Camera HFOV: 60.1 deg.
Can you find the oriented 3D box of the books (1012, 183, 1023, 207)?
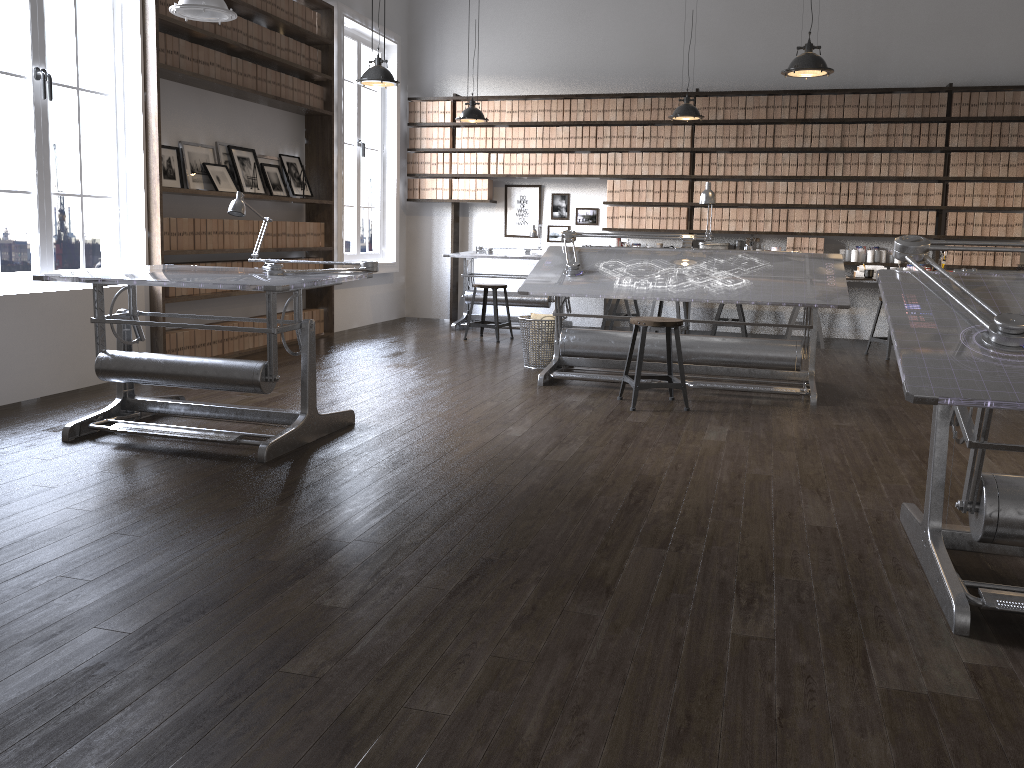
[{"bbox_3d":[4.685,-1.751,8.237,0.067,0.224,0.175,3,8,16],"label":"books"}]

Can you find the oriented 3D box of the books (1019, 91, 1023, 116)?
[{"bbox_3d":[4.687,-2.564,8.145,0.067,0.224,0.175,3,8,16],"label":"books"}]

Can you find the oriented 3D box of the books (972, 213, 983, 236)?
[{"bbox_3d":[4.377,-1.502,8.355,0.067,0.224,0.175,3,8,16],"label":"books"}]

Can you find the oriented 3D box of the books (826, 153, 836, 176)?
[{"bbox_3d":[3.115,-2.133,8.655,0.067,0.224,0.175,3,8,16],"label":"books"}]

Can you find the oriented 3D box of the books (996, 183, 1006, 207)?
[{"bbox_3d":[4.550,-1.762,8.279,0.067,0.224,0.175,3,8,16],"label":"books"}]

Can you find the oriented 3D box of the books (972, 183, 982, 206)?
[{"bbox_3d":[4.360,-1.775,8.330,0.067,0.224,0.175,3,8,16],"label":"books"}]

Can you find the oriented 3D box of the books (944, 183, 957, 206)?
[{"bbox_3d":[4.157,-1.790,8.392,0.067,0.224,0.175,3,8,16],"label":"books"}]

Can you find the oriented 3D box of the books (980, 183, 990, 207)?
[{"bbox_3d":[4.421,-1.771,8.314,0.067,0.224,0.175,3,8,16],"label":"books"}]

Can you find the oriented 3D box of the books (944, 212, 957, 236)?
[{"bbox_3d":[4.167,-1.518,8.419,0.067,0.224,0.175,3,8,16],"label":"books"}]

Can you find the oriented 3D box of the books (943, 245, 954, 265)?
[{"bbox_3d":[4.161,-1.244,8.449,0.067,0.224,0.175,3,8,16],"label":"books"}]

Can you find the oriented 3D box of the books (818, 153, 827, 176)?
[{"bbox_3d":[3.042,-2.138,8.670,0.067,0.224,0.175,3,8,16],"label":"books"}]

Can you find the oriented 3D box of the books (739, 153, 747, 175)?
[{"bbox_3d":[2.312,-2.190,8.876,0.067,0.224,0.175,3,8,16],"label":"books"}]

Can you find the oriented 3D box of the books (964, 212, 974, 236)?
[{"bbox_3d":[4.310,-1.507,8.379,0.067,0.224,0.175,3,8,16],"label":"books"}]

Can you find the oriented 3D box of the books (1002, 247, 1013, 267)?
[{"bbox_3d":[4.635,-1.209,8.313,0.067,0.224,0.175,3,8,16],"label":"books"}]

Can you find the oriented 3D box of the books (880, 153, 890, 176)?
[{"bbox_3d":[3.577,-2.099,8.519,0.067,0.224,0.175,3,8,16],"label":"books"}]

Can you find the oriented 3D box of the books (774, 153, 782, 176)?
[{"bbox_3d":[2.642,-2.168,8.789,0.067,0.224,0.175,3,8,16],"label":"books"}]

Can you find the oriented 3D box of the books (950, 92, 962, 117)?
[{"bbox_3d":[4.151,-2.604,8.300,0.067,0.224,0.175,3,8,16],"label":"books"}]

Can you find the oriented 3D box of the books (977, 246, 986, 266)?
[{"bbox_3d":[4.424,-1.225,8.378,0.067,0.224,0.175,3,8,16],"label":"books"}]

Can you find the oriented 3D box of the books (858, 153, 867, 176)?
[{"bbox_3d":[3.383,-2.113,8.573,0.067,0.224,0.175,3,8,16],"label":"books"}]

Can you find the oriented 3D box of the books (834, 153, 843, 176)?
[{"bbox_3d":[3.182,-2.128,8.631,0.067,0.224,0.175,3,8,16],"label":"books"}]

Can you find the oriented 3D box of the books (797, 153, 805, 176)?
[{"bbox_3d":[2.846,-2.152,8.724,0.067,0.224,0.175,3,8,16],"label":"books"}]

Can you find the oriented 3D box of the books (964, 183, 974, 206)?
[{"bbox_3d":[4.290,-1.780,8.348,0.067,0.224,0.175,3,8,16],"label":"books"}]

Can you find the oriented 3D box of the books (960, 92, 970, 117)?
[{"bbox_3d":[4.220,-2.598,8.275,0.067,0.224,0.175,3,8,16],"label":"books"}]

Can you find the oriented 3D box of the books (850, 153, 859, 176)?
[{"bbox_3d":[3.320,-2.118,8.597,0.067,0.224,0.175,3,8,16],"label":"books"}]

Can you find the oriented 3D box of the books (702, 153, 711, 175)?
[{"bbox_3d":[1.970,-2.215,8.973,0.067,0.224,0.175,3,8,16],"label":"books"}]

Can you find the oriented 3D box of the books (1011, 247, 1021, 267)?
[{"bbox_3d":[4.704,-1.205,8.298,0.067,0.224,0.175,3,8,16],"label":"books"}]

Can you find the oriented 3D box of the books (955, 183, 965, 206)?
[{"bbox_3d":[4.224,-1.785,8.371,0.067,0.224,0.175,3,8,16],"label":"books"}]

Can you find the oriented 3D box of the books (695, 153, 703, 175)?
[{"bbox_3d":[1.901,-2.221,8.999,0.067,0.224,0.175,3,8,16],"label":"books"}]

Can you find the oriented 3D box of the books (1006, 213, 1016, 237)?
[{"bbox_3d":[4.643,-1.483,8.283,0.067,0.224,0.175,3,8,16],"label":"books"}]

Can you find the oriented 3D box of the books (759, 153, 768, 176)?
[{"bbox_3d":[2.506,-2.177,8.822,0.067,0.224,0.175,3,8,16],"label":"books"}]

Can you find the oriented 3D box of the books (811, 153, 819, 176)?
[{"bbox_3d":[2.972,-2.144,8.696,0.067,0.224,0.175,3,8,16],"label":"books"}]

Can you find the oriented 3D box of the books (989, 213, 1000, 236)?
[{"bbox_3d":[4.514,-1.492,8.320,0.067,0.224,0.175,3,8,16],"label":"books"}]

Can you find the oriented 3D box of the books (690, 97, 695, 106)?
[{"bbox_3d":[1.807,-2.772,8.956,0.067,0.224,0.175,3,8,16],"label":"books"}]

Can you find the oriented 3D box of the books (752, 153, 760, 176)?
[{"bbox_3d":[2.437,-2.182,8.844,0.067,0.224,0.175,3,8,16],"label":"books"}]

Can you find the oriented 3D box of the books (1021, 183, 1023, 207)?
[{"bbox_3d":[4.755,-1.747,8.222,0.067,0.224,0.175,3,8,16],"label":"books"}]

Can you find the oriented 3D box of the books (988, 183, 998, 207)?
[{"bbox_3d":[4.484,-1.765,8.292,0.067,0.224,0.175,3,8,16],"label":"books"}]

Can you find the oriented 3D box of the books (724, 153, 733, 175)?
[{"bbox_3d":[2.180,-2.201,8.919,0.067,0.224,0.175,3,8,16],"label":"books"}]

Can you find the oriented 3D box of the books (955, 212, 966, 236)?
[{"bbox_3d":[4.236,-1.512,8.394,0.067,0.224,0.175,3,8,16],"label":"books"}]

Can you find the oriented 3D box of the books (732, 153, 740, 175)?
[{"bbox_3d":[2.248,-2.196,8.900,0.067,0.224,0.175,3,8,16],"label":"books"}]

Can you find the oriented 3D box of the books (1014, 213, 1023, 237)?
[{"bbox_3d":[4.703,-1.478,8.264,0.067,0.224,0.175,3,8,16],"label":"books"}]

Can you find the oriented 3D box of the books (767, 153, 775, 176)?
[{"bbox_3d":[2.575,-2.172,8.807,0.067,0.224,0.175,3,8,16],"label":"books"}]

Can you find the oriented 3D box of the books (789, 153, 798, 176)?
[{"bbox_3d":[2.777,-2.157,8.744,0.067,0.224,0.175,3,8,16],"label":"books"}]

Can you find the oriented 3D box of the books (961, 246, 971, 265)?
[{"bbox_3d":[4.299,-1.233,8.406,0.067,0.224,0.175,3,8,16],"label":"books"}]

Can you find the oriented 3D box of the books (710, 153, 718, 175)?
[{"bbox_3d":[2.044,-2.211,8.958,0.067,0.224,0.175,3,8,16],"label":"books"}]

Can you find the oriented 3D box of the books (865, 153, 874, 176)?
[{"bbox_3d":[3.448,-2.109,8.559,0.067,0.224,0.175,3,8,16],"label":"books"}]

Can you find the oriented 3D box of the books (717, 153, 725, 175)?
[{"bbox_3d":[2.111,-2.205,8.934,0.067,0.224,0.175,3,8,16],"label":"books"}]

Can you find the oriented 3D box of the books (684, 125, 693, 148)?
[{"bbox_3d":[1.794,-2.500,8.992,0.067,0.224,0.175,3,8,16],"label":"books"}]

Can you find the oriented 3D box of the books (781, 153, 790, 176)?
[{"bbox_3d":[2.708,-2.162,8.767,0.067,0.224,0.175,3,8,16],"label":"books"}]

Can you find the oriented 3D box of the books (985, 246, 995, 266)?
[{"bbox_3d":[4.494,-1.219,8.352,0.067,0.224,0.175,3,8,16],"label":"books"}]

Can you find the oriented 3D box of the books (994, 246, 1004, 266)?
[{"bbox_3d":[4.568,-1.215,8.337,0.067,0.224,0.175,3,8,16],"label":"books"}]

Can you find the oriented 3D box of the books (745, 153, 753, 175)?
[{"bbox_3d":[2.377,-2.187,8.862,0.067,0.224,0.175,3,8,16],"label":"books"}]

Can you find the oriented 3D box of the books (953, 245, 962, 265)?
[{"bbox_3d":[4.229,-1.238,8.426,0.067,0.224,0.175,3,8,16],"label":"books"}]

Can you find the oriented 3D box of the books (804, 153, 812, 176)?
[{"bbox_3d":[2.908,-2.148,8.711,0.067,0.224,0.175,3,8,16],"label":"books"}]

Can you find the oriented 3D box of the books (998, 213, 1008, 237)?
[{"bbox_3d":[4.578,-1.487,8.296,0.067,0.224,0.175,3,8,16],"label":"books"}]

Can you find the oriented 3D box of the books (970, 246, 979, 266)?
[{"bbox_3d":[4.361,-1.229,8.393,0.067,0.224,0.175,3,8,16],"label":"books"}]

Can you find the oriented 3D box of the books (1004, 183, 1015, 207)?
[{"bbox_3d":[4.618,-1.757,8.260,0.067,0.224,0.175,3,8,16],"label":"books"}]

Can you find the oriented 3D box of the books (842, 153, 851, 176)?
[{"bbox_3d":[3.251,-2.123,8.616,0.067,0.224,0.175,3,8,16],"label":"books"}]

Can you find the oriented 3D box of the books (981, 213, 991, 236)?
[{"bbox_3d":[4.446,-1.497,8.340,0.067,0.224,0.175,3,8,16],"label":"books"}]
